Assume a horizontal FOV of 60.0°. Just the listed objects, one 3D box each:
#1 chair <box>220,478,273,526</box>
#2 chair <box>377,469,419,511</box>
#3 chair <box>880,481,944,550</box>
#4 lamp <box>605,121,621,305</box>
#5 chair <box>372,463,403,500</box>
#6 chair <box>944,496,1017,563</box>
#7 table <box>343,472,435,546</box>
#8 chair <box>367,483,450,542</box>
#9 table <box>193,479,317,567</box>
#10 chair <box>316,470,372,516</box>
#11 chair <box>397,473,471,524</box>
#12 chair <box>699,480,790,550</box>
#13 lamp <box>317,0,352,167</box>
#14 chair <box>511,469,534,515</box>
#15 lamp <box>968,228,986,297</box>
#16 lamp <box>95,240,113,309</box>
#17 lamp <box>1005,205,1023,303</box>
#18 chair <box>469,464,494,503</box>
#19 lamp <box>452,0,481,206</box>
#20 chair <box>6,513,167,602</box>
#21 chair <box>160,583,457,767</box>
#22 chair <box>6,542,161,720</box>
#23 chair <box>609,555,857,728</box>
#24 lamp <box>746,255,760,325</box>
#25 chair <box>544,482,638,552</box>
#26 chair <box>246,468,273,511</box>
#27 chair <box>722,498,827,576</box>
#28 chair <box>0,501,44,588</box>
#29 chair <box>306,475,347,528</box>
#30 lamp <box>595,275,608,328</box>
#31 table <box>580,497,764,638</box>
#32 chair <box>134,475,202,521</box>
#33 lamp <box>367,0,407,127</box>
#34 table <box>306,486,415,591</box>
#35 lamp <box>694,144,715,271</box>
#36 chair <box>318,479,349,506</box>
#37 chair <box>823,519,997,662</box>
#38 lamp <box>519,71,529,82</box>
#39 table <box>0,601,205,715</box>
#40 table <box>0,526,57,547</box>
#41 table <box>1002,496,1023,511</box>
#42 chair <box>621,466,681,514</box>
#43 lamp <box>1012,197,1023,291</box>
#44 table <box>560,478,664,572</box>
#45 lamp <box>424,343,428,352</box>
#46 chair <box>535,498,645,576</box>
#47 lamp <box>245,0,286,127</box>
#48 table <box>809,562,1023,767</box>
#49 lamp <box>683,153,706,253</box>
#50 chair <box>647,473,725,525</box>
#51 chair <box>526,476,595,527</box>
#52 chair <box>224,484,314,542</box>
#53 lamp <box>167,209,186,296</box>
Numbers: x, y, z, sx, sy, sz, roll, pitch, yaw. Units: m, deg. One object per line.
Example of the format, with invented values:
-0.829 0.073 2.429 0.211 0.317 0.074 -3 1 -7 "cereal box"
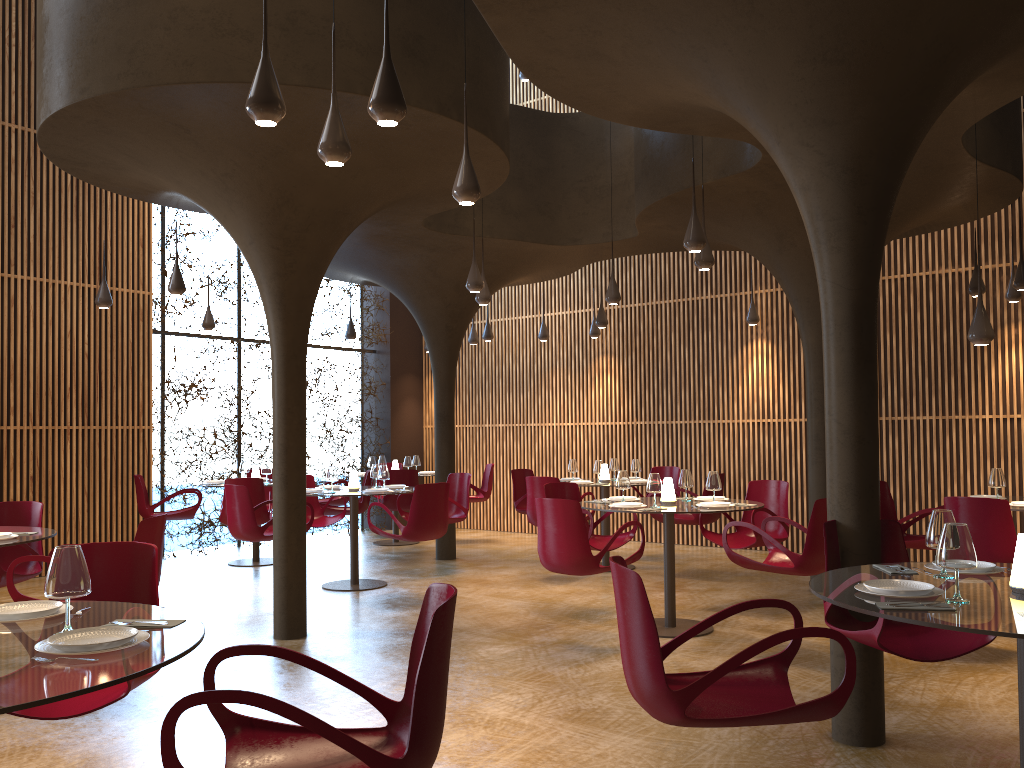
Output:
-3.379 1.492 11.266 0.625 0.635 0.873 0 -3 -13 "chair"
-1.681 1.584 13.310 0.625 0.635 0.873 0 -3 -13 "chair"
3.871 1.257 8.490 0.873 0.635 0.625 -3 -3 43 "chair"
1.187 -4.097 10.813 0.196 6.272 0.196 1 -2 -38 "lamp"
-2.145 1.710 15.517 0.625 0.635 0.873 0 -3 -8 "chair"
3.727 1.169 6.856 0.873 0.635 0.625 2 -3 -42 "chair"
-1.904 2.042 14.513 1.672 1.129 1.674 0 -3 -11 "table"
-1.066 1.372 9.561 0.625 0.635 0.873 2 -3 -43 "chair"
-3.602 1.950 12.469 1.672 1.129 1.674 0 -3 -11 "table"
-2.421 1.557 12.656 0.872 0.635 0.625 0 -2 -13 "chair"
-0.931 1.462 11.244 0.873 0.635 0.625 2 -3 -43 "chair"
2.360 1.290 8.784 0.873 0.635 0.625 2 -3 -43 "chair"
-1.043 -4.383 5.124 0.196 6.272 0.196 0 -2 -28 "lamp"
0.403 1.503 12.272 0.873 0.635 0.625 -3 -3 42 "chair"
5.426 -4.163 10.500 0.196 6.272 0.196 1 -2 -38 "lamp"
-4.891 -4.038 10.633 0.196 6.272 0.196 -1 -2 12 "lamp"
6.139 -4.144 10.994 0.196 6.272 0.196 0 -2 -28 "lamp"
-0.723 1.649 14.700 0.872 0.635 0.625 0 -2 -13 "chair"
-0.339 -4.342 6.020 0.196 6.272 0.196 0 -2 -18 "lamp"
-2.742 1.188 5.856 0.872 0.635 0.625 0 -2 -5 "chair"
-0.610 1.001 2.878 0.872 0.635 0.625 0 -2 -8 "chair"
-1.911 1.075 3.952 0.625 0.635 0.873 0 -3 -8 "chair"
0.833 1.022 3.566 0.872 0.635 0.625 -1 -2 -1 "chair"
3.488 -4.001 13.057 0.196 6.272 0.196 1 -2 -38 "lamp"
0.720 1.309 8.781 0.625 0.635 0.873 1 -3 -38 "chair"
-3.843 1.618 13.474 0.625 0.635 0.873 0 -3 -8 "chair"
2.225 1.200 7.102 0.625 0.635 0.873 2 -3 -43 "chair"
-4.039 1.258 6.859 0.625 0.635 0.873 -1 -3 0 "chair"
-2.571 1.481 11.241 0.625 0.635 0.873 1 -3 -38 "chair"
1.294 -3.967 13.213 0.196 6.272 0.196 1 -2 -38 "lamp"
1.426 1.649 8.028 1.672 1.129 1.673 1 -3 -33 "table"
-4.730 1.558 12.195 0.872 0.635 0.625 0 -2 -18 "chair"
-0.652 -4.423 4.473 0.196 6.272 0.196 -1 -2 22 "lamp"
-1.865 1.821 10.488 1.672 1.129 1.673 1 -3 -33 "table"
1.804 -4.227 8.567 0.196 6.272 0.196 0 -2 -18 "lamp"
-3.033 1.650 14.238 0.872 0.635 0.625 0 -2 -18 "chair"
2.028 1.070 4.689 0.625 0.635 0.873 0 -3 -6 "chair"
0.200 -5.933 14.113 0.196 2.222 0.196 -1 -2 22 "lamp"
-1.835 1.398 2.746 1.672 1.129 1.674 -1 -3 -2 "table"
-3.935 1.590 5.832 1.672 1.129 1.674 -1 -3 1 "table"
4.677 1.591 7.641 1.672 1.129 1.673 1 -3 -33 "table"
2.018 1.500 12.559 0.625 0.635 0.873 -2 -3 37 "chair"
5.707 -4.190 10.063 0.196 6.272 0.196 1 -2 -38 "lamp"
1.228 1.850 11.652 1.673 1.129 1.673 2 -4 -43 "table"
-1.596 -3.737 16.816 0.196 6.272 0.196 0 -2 -28 "lamp"
0.590 1.225 7.230 0.625 0.635 0.873 -3 -3 42 "chair"
-1.248 -4.417 4.454 0.196 6.272 0.196 -1 -2 22 "lamp"
2.072 1.395 3.520 1.672 1.129 1.674 -1 -3 5 "table"
1.536 -4.271 7.706 0.196 6.272 0.196 0 -2 -18 "lamp"
2.178 1.407 10.879 0.873 0.635 0.625 -3 -3 37 "chair"
0.545 1.417 10.722 0.625 0.635 0.873 -2 -3 32 "chair"
-2.701 1.398 9.690 0.625 0.635 0.873 -3 -3 42 "chair"
-3.689 -4.100 9.750 0.196 6.272 0.196 0 -2 -8 "lamp"
